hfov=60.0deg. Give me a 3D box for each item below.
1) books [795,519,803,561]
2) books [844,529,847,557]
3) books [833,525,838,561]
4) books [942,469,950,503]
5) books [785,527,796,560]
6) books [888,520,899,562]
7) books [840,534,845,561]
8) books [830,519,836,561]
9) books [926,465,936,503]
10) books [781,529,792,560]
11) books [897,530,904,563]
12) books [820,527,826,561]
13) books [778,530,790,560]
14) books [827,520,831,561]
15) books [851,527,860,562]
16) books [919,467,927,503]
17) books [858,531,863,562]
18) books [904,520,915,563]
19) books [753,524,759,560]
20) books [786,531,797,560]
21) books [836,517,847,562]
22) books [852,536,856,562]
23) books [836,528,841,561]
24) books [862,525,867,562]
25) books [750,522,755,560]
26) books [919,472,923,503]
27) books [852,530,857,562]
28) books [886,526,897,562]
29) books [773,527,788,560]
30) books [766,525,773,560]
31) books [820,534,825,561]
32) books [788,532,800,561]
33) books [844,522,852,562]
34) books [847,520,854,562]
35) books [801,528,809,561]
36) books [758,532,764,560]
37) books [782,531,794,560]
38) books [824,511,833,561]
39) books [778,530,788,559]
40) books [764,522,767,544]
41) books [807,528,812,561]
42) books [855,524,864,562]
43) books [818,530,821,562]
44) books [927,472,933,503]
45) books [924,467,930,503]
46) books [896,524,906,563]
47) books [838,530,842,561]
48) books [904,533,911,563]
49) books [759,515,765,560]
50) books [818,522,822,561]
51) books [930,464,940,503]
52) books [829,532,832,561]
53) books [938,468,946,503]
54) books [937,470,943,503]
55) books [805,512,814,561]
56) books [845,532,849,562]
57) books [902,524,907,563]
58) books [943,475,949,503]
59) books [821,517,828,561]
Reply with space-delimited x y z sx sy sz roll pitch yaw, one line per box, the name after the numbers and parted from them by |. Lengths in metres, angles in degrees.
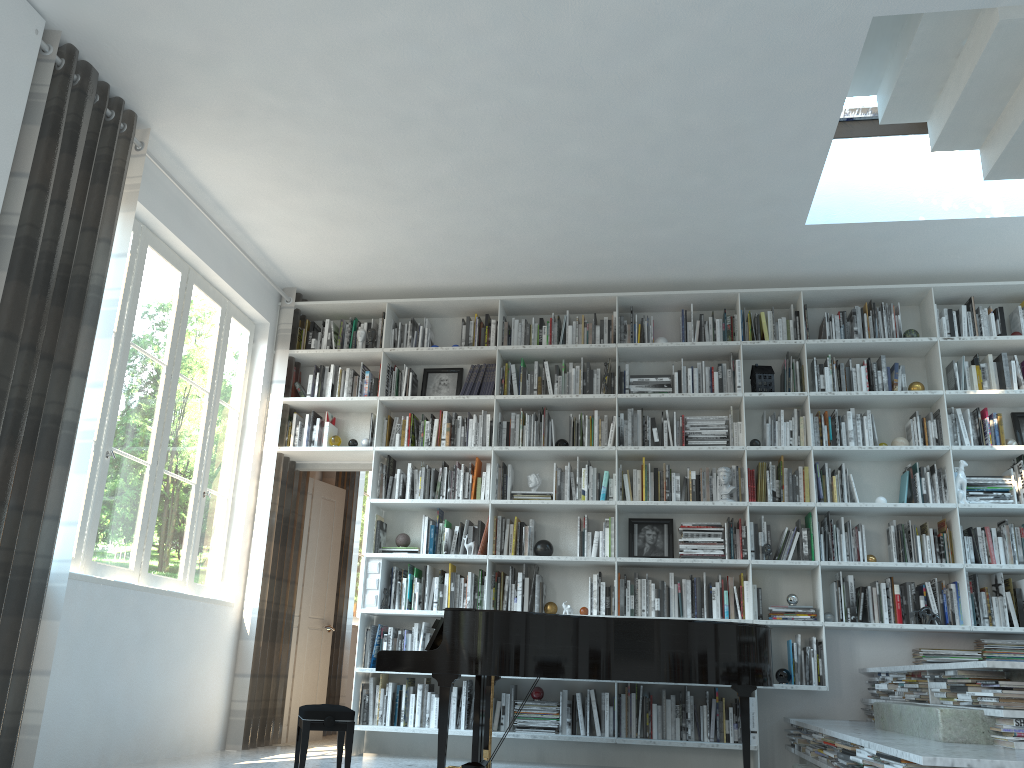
1.867 1.032 5.762 0.013 0.285 0.139 -1 -18 9 | books
2.133 1.048 5.716 0.007 0.246 0.153 -1 -18 9 | books
2.071 1.043 5.712 0.013 0.248 0.165 -1 -18 9 | books
2.784 0.686 5.709 0.010 0.245 0.159 -1 -18 9 | books
1.798 1.056 5.763 0.094 0.238 0.150 -1 -18 9 | books
2.447 1.026 5.682 0.016 0.288 0.132 -1 -18 9 | books
2.105 1.071 5.694 0.013 0.186 0.184 -1 -18 9 | books
2.062 1.026 5.716 0.005 0.282 0.159 -1 -18 9 | books
2.694 0.678 5.739 0.032 0.273 0.155 -1 -18 9 | books
1.772 1.065 5.771 0.095 0.225 0.144 -1 -18 9 | books
2.457 1.052 5.643 0.016 0.215 0.178 -1 -18 9 | books
2.007 1.055 5.740 0.011 0.238 0.137 -1 -18 9 | books
1.753 1.067 5.752 0.089 0.209 0.176 -1 -18 9 | books
2.032 1.030 5.728 0.006 0.280 0.155 -1 -18 9 | books
2.203 1.049 5.696 0.015 0.237 0.177 -1 -18 9 | books
2.644 0.681 5.737 0.018 0.262 0.165 -1 -18 9 | books
2.217 1.062 5.686 0.014 0.206 0.181 -1 -18 9 | books
2.532 1.025 5.660 0.007 0.284 0.160 -1 -18 9 | books
1.591 1.051 5.801 0.028 0.252 0.143 -1 -18 9 | books
1.803 1.071 5.767 0.090 0.214 0.139 -1 -18 9 | books
2.121 1.018 5.707 0.014 0.296 0.176 -1 -18 9 | books
2.182 1.080 5.698 0.013 0.178 0.141 -1 -18 9 | books
2.081 1.050 5.697 0.011 0.225 0.188 -1 -18 9 | books
2.246 1.043 5.694 0.013 0.250 0.173 -1 -18 9 | books
1.567 1.048 5.811 0.024 0.262 0.154 -1 -18 9 | books
2.634 0.702 5.748 0.007 0.229 0.147 -1 -18 9 | books
2.193 1.059 5.705 0.008 0.222 0.134 -1 -18 9 | books
2.427 1.040 5.667 0.019 0.251 0.130 -1 -18 9 | books
1.736 1.057 5.753 0.095 0.227 0.190 -1 -18 9 | books
1.675 1.054 5.792 0.035 0.247 0.141 -1 -18 9 | books
1.992 1.076 5.726 0.015 0.187 0.168 -1 -18 9 | books
1.814 1.073 5.753 0.091 0.204 0.169 -1 -18 9 | books
2.152 1.034 5.703 0.012 0.266 0.183 -1 -18 9 | books
2.175 1.030 5.717 0.006 0.284 0.160 -1 -18 9 | books
1.883 1.055 5.730 0.029 0.222 0.171 -1 -18 9 | books
1.614 1.074 5.769 0.027 0.191 0.183 -1 -18 9 | books
1.782 1.071 5.763 0.090 0.211 0.143 -1 -18 9 | books
2.054 1.006 5.750 0.007 0.340 0.150 -1 -18 9 | books
1.748 1.066 5.768 0.088 0.219 0.139 -1 -18 9 | books
1.652 1.046 5.798 0.012 0.265 0.158 -1 -18 9 | books
1.910 1.057 5.737 0.021 0.225 0.148 -1 -18 9 | books
2.232 1.038 5.696 0.014 0.260 0.142 -1 -18 9 | books
1.969 1.058 5.732 0.012 0.225 0.147 -1 -18 9 | books
2.672 0.697 5.720 0.012 0.223 0.178 -1 -18 9 | books
2.661 0.683 5.735 0.015 0.258 0.152 -1 -18 9 | books
2.475 1.035 5.660 0.015 0.261 0.150 -1 -18 9 | books
2.094 1.058 5.706 0.013 0.217 0.161 -1 -18 9 | books
2.508 1.066 5.665 0.031 0.208 0.123 -1 -18 9 | books
1.639 1.024 5.797 0.013 0.305 0.141 -1 -18 9 | books
1.979 1.036 5.730 0.010 0.265 0.158 -1 -18 9 | books
2.713 0.671 5.715 0.012 0.272 0.184 -1 -18 9 | books
2.041 1.068 5.722 0.013 0.203 0.154 -1 -18 9 | books
2.750 0.682 5.710 0.011 0.252 0.169 -1 -18 9 | books
2.741 0.691 5.727 0.013 0.244 0.159 -1 -18 9 | books
1.928 1.009 5.747 0.014 0.324 0.183 -1 -18 9 | books
2.141 1.068 5.706 0.013 0.202 0.167 -1 -18 9 | books
2.486 1.036 5.658 0.008 0.258 0.159 -1 -18 9 | books
2.769 0.706 5.715 0.023 0.211 0.165 -1 -18 9 | books
2.020 1.024 5.733 0.018 0.294 0.178 -1 -18 9 | books
